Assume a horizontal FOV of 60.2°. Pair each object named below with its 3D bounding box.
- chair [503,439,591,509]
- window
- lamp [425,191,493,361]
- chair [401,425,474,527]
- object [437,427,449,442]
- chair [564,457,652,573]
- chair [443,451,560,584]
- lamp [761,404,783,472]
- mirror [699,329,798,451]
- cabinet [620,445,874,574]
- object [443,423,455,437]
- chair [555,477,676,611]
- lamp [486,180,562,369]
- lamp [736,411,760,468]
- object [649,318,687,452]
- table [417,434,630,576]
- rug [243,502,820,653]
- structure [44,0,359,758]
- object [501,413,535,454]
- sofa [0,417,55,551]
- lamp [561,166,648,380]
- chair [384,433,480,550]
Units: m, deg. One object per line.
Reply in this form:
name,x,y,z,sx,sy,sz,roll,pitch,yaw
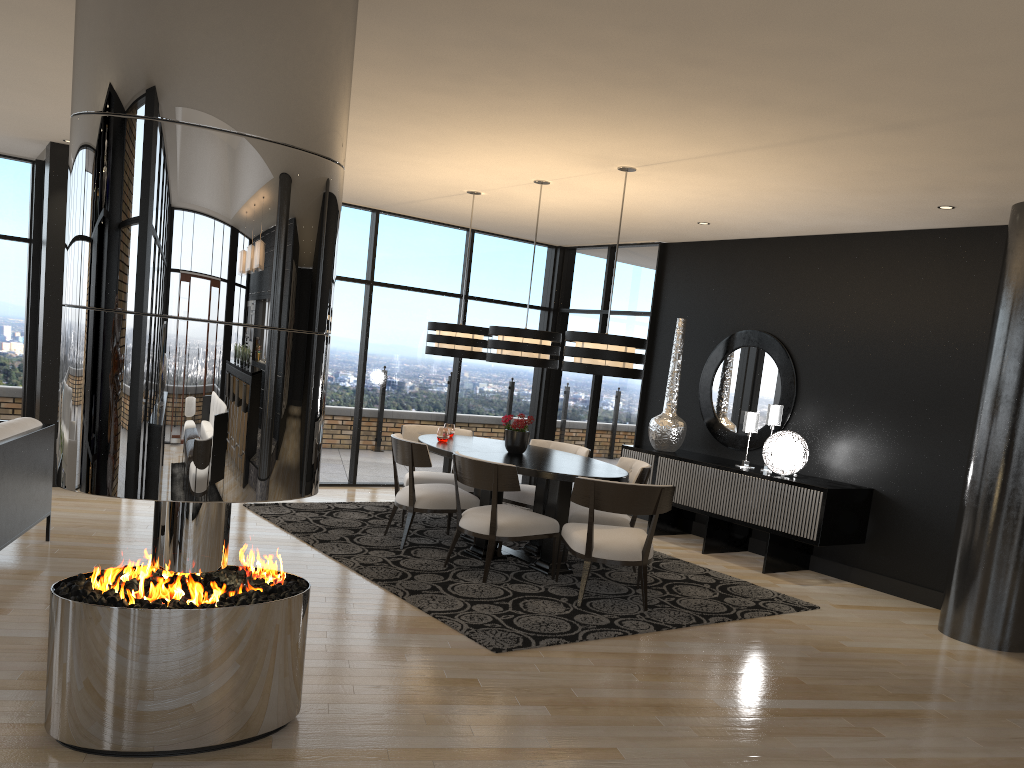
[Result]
chair,0.243,0.886,7.218,0.637,0.814,0.616,10,7,39
window,-0.392,-1.007,1.184,10.151,4.828,15.724,5,3,-27
lamp,-0.374,-0.880,7.152,0.536,1.342,0.529,1,8,-37
chair,-0.634,0.783,7.441,0.644,0.814,0.609,5,5,-15
object,-0.527,0.391,6.766,0.095,0.107,0.094,4,5,-25
chair,0.673,0.955,6.558,0.617,0.814,0.636,5,5,-8
chair,-0.096,0.891,5.940,0.616,0.814,0.636,1,7,-43
lamp,2.147,0.445,7.317,0.124,0.556,0.131,8,7,16
mirror,2.073,0.058,7.838,0.025,1.088,1.065,1,7,-36
cabinet,1.872,1.072,7.603,0.611,0.773,2.214,2,4,-36
object,-0.514,0.378,7.198,0.095,0.107,0.095,8,5,20
chair,0.634,0.982,5.607,0.643,0.814,0.609,6,5,-7
lamp,0.144,-0.800,6.433,0.536,1.342,0.529,1,8,-37
lamp,1.993,0.468,7.427,0.132,0.470,0.123,5,7,-14
object,1.473,0.013,8.066,0.344,1.221,0.339,3,8,-27
table,-0.006,0.897,6.606,1.211,0.776,2.084,4,3,-34
rug,-0.072,1.271,6.713,2.723,0.011,3.684,5,2,-36
structure,-1.090,-0.105,3.114,0.894,2.770,0.579,3,8,-26
object,0.034,0.364,6.535,0.229,0.301,0.235,3,6,-34
sofa,-3.069,0.614,4.488,0.840,0.810,2.012,5,3,-14
lamp,0.662,-0.719,5.714,0.536,1.342,0.529,1,8,-37
chair,-0.623,0.811,6.610,0.617,0.814,0.635,4,6,-26
